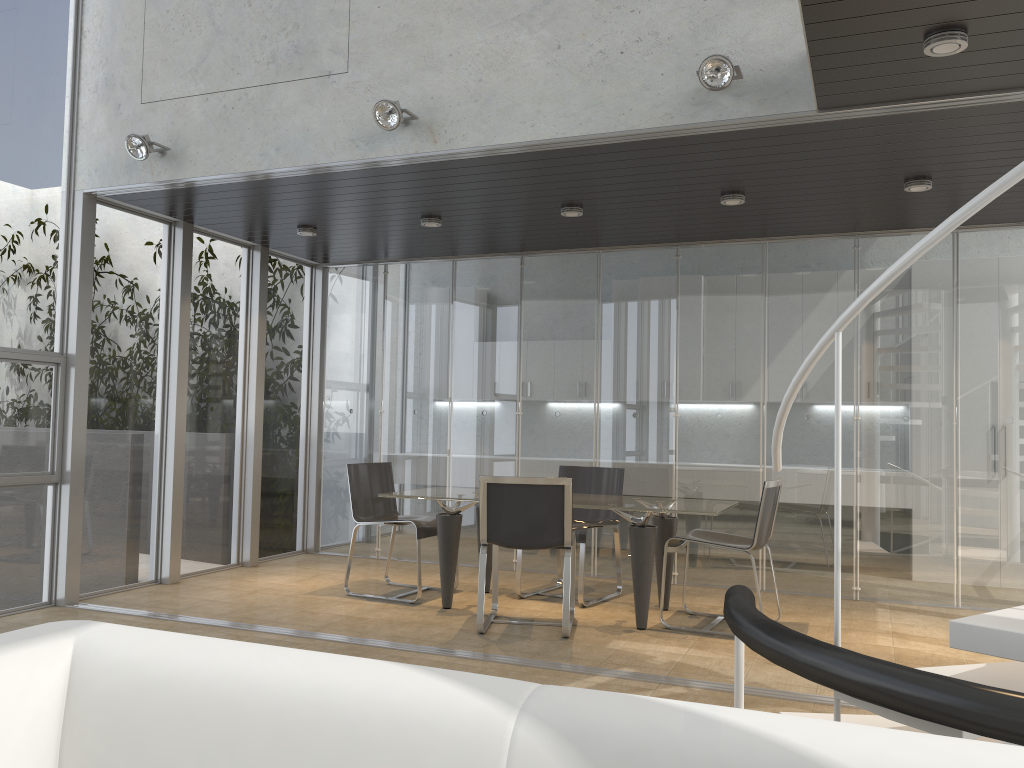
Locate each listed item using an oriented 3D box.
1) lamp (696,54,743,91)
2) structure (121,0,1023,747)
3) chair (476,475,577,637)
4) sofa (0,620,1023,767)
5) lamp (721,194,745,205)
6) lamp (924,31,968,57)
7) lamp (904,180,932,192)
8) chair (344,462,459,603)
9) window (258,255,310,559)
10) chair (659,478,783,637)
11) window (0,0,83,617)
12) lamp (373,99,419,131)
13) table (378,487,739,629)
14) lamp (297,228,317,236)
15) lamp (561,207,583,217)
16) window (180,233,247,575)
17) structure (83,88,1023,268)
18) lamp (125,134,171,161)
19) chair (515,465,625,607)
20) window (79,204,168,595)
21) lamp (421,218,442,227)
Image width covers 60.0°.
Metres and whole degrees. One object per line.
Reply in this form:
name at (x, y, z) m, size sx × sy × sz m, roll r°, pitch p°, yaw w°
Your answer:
lamp at (0.968, -1.435, 4.149) m, size 0.197 × 0.154 × 0.254 m, roll 0°, pitch -3°, yaw 22°
structure at (0.349, 0.992, 4.663) m, size 6.700 × 6.900 × 4.916 m, roll 0°, pitch -3°, yaw 22°
chair at (0.104, 1.012, 5.403) m, size 0.546 × 0.922 × 0.660 m, roll 1°, pitch -3°, yaw 7°
sofa at (-0.105, 0.871, 1.319) m, size 2.601 × 0.638 × 0.971 m, roll 0°, pitch -3°, yaw 22°
lamp at (1.400, -1.170, 5.628) m, size 0.149 × 0.038 × 0.149 m, roll -1°, pitch -4°, yaw 37°
lamp at (1.629, -1.277, 3.331) m, size 0.149 × 0.038 × 0.149 m, roll -1°, pitch -4°, yaw 37°
lamp at (2.394, -1.169, 5.227) m, size 0.149 × 0.038 × 0.149 m, roll -1°, pitch -4°, yaw 37°
chair at (-0.793, 1.041, 6.381) m, size 0.660 × 0.922 × 0.546 m, roll 0°, pitch -3°, yaw 27°
window at (-2.068, 0.201, 7.945) m, size 0.010 × 2.645 × 0.741 m, roll 0°, pitch -3°, yaw 22°
chair at (1.322, 1.043, 5.521) m, size 0.660 × 0.922 × 0.546 m, roll 0°, pitch -3°, yaw 27°
window at (-3.047, -1.442, 5.474) m, size 0.050 × 5.700 × 0.800 m, roll 0°, pitch -3°, yaw 22°
lamp at (-0.638, -1.436, 4.797) m, size 0.197 × 0.154 × 0.254 m, roll 0°, pitch -3°, yaw 22°
table at (0.304, 1.130, 5.941) m, size 2.250 × 0.733 × 0.900 m, roll 0°, pitch -3°, yaw 22°
lamp at (-1.579, -1.172, 6.830) m, size 0.149 × 0.038 × 0.149 m, roll -1°, pitch -4°, yaw 37°
lamp at (0.407, -1.171, 6.028) m, size 0.149 × 0.038 × 0.149 m, roll -1°, pitch -4°, yaw 37°
window at (-2.410, 0.153, 7.099) m, size 0.010 × 2.645 × 0.741 m, roll 0°, pitch -3°, yaw 22°
structure at (-1.950, -2.006, 2.858) m, size 9.817 × 6.605 × 10.665 m, roll 0°, pitch -3°, yaw 21°
lamp at (-2.249, -1.438, 5.432) m, size 0.197 × 0.154 × 0.228 m, roll 0°, pitch -3°, yaw 22°
chair at (0.431, 1.067, 6.389) m, size 0.546 × 0.922 × 0.660 m, roll -1°, pitch -3°, yaw 32°
window at (-2.751, 0.104, 6.253) m, size 0.010 × 2.645 × 0.741 m, roll 0°, pitch -3°, yaw 22°
lamp at (-0.586, -1.172, 6.429) m, size 0.149 × 0.038 × 0.149 m, roll -1°, pitch -4°, yaw 37°
